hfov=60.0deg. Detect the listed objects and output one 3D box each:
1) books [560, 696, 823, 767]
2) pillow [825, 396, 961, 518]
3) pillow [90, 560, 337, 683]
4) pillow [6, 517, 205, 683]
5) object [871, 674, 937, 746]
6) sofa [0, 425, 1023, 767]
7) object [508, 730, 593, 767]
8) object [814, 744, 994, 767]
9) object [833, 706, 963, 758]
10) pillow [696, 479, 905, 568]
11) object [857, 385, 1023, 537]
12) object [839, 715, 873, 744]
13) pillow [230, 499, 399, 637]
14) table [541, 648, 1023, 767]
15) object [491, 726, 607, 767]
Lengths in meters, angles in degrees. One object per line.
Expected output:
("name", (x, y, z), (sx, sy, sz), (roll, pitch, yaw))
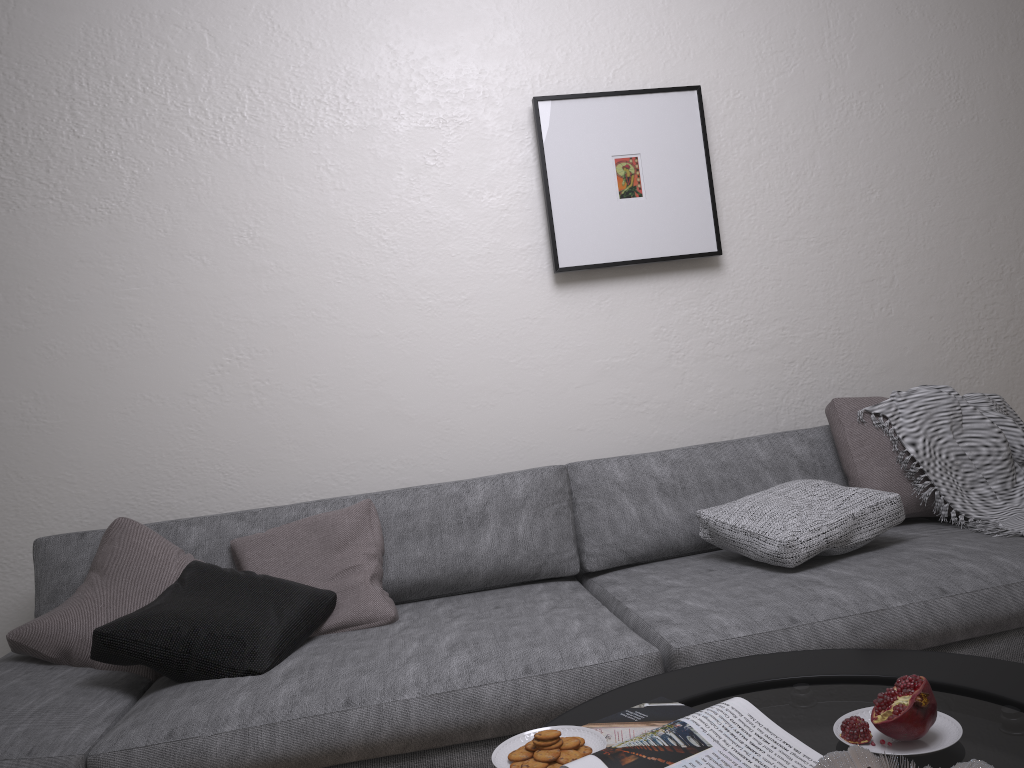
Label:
("books", (0.202, 0.502, 1.231), (0.310, 0.048, 0.366), (-7, -1, -30))
("pillow", (1.190, 0.212, 2.668), (0.429, 0.390, 0.240), (-7, 0, -9))
("pillow", (-0.674, 0.567, 2.070), (0.399, 0.268, 0.424), (-8, 0, 11))
("pillow", (-0.950, 0.565, 2.220), (0.475, 0.448, 0.355), (-8, 0, 12))
("object", (0.540, 0.448, 1.224), (0.087, 0.082, 0.112), (-8, 0, 26))
("sofa", (0.251, 0.603, 2.307), (3.077, 0.772, 1.095), (-7, 0, -10))
("object", (0.051, 0.522, 1.280), (0.118, 0.036, 0.121), (-8, -1, 42))
("object", (0.434, 0.471, 0.977), (0.254, 0.062, 0.252), (-7, 0, -1))
("object", (0.533, 0.484, 1.226), (0.164, 0.015, 0.171), (-8, -1, 36))
("pillow", (0.773, 0.372, 2.384), (0.410, 0.194, 0.400), (-7, 0, -23))
("object", (1.488, 0.411, 2.620), (0.901, 0.866, 0.608), (-7, 0, -43))
("object", (0.476, 0.478, 1.230), (0.044, 0.036, 0.036), (-7, 0, 0))
("pillow", (-0.526, 0.492, 2.312), (0.425, 0.318, 0.335), (-7, 0, -9))
("table", (0.453, 0.719, 1.165), (0.951, 0.449, 0.936), (-7, 0, -12))
("object", (0.054, 0.534, 1.279), (0.170, 0.015, 0.165), (-7, -1, -27))
